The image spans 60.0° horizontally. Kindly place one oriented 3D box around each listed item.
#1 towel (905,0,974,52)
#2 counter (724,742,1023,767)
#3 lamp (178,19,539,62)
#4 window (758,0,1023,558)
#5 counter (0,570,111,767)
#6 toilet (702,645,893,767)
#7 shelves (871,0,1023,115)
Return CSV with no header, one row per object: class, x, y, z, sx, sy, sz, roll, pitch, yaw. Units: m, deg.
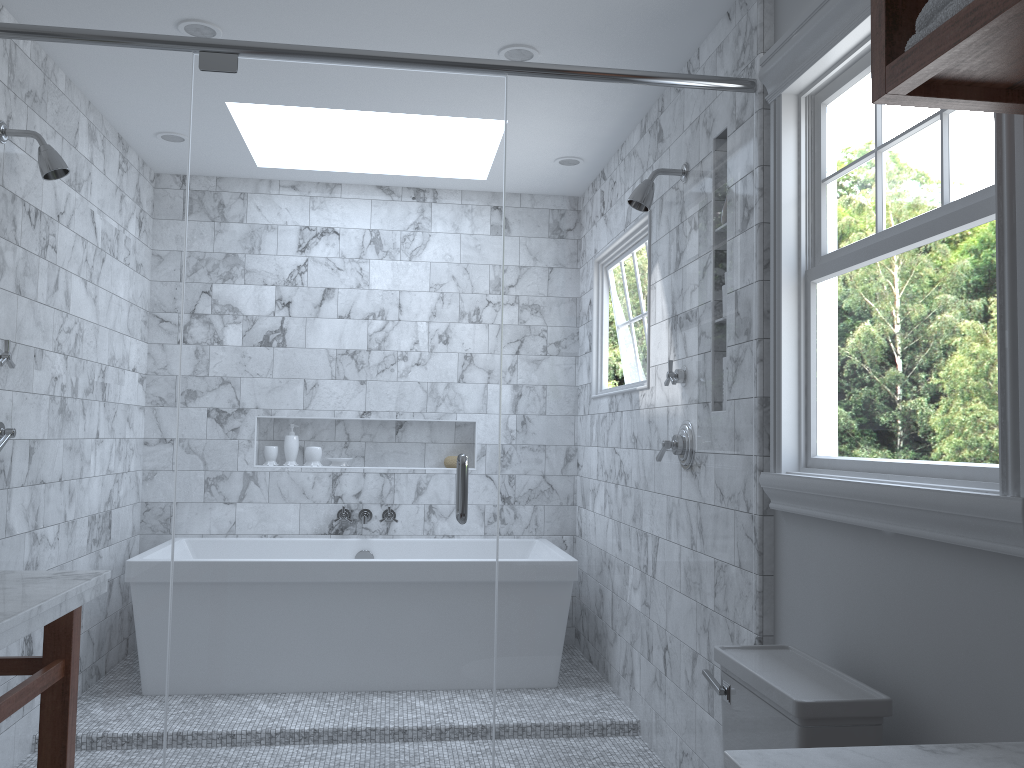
towel,0.701,-0.502,1.128,0.283,0.112,0.305,2,-3,-7
counter,0.620,0.920,0.890,0.539,0.810,0.828,2,-3,-8
lamp,-0.557,-1.149,3.593,1.976,0.050,1.289,2,-3,-8
window,0.822,-0.315,1.945,0.149,1.248,1.040,2,-3,-8
counter,-1.174,0.773,1.243,0.638,0.983,1.657,2,-3,-8
toilet,0.329,0.966,1.856,0.722,0.727,0.490,2,-3,-8
shelves,0.751,-0.706,1.019,0.357,0.566,0.647,2,-3,-8
